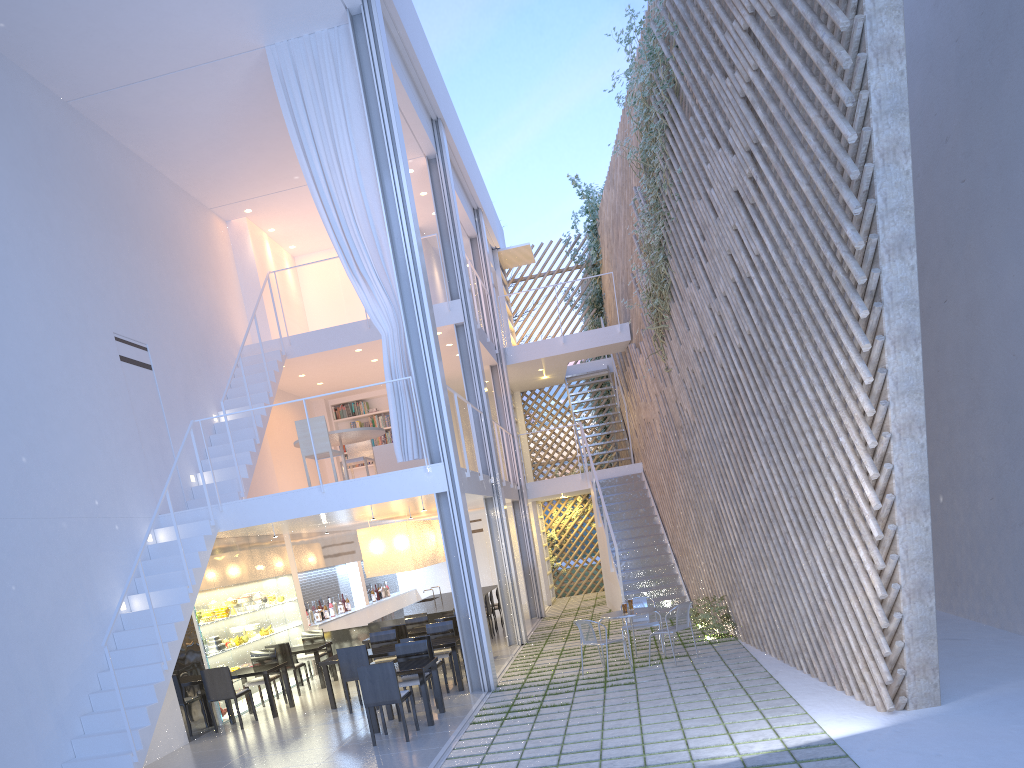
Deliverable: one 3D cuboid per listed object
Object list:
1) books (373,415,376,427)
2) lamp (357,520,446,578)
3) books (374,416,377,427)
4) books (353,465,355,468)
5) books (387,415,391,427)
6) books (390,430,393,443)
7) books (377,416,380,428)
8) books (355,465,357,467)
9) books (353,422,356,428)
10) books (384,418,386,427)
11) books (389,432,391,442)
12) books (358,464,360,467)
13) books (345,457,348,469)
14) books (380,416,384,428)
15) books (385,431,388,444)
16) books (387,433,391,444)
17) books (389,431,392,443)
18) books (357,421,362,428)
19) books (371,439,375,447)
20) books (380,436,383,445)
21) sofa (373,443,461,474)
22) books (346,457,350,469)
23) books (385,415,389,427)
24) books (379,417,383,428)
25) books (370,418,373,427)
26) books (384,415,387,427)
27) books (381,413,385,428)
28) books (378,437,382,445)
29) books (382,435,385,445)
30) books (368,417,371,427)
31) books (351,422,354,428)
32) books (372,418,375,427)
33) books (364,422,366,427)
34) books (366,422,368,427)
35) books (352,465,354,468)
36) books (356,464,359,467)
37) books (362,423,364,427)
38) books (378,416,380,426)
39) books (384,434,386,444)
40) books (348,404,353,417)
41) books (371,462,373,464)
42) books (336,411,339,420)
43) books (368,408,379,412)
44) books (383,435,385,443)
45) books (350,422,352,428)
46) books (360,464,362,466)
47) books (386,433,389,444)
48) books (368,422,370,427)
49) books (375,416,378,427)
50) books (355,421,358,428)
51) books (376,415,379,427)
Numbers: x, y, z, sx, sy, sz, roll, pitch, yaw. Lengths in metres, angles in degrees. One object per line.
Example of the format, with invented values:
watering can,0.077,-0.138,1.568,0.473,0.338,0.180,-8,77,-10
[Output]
books,-1.428,0.407,8.622,0.011,0.158,0.078,-8,7,6
lamp,-0.943,1.594,8.151,0.452,0.425,2.275,-9,-9,6
books,-1.747,0.991,7.172,0.023,1.714,3.448,-6,-4,15
books,-1.673,0.847,8.753,0.021,0.102,0.060,-8,6,6
books,-1.692,0.970,7.148,0.046,1.657,3.499,-5,-4,18
books,-1.253,0.556,8.627,0.009,0.150,0.086,-8,6,6
books,-1.385,0.407,8.611,0.008,0.138,0.091,-8,5,6
books,-1.652,0.843,8.750,0.021,0.102,0.060,-8,6,6
books,-1.870,1.017,7.156,0.040,1.684,3.514,-7,-5,11
books,-1.319,0.403,8.610,0.006,0.123,0.077,-8,5,6
books,-1.267,0.564,8.628,0.008,0.138,0.091,-8,5,6
books,-1.618,0.819,8.728,0.015,0.130,0.085,-8,5,6
books,-1.751,0.844,8.746,0.015,0.132,0.091,-8,5,6
books,-1.721,0.959,7.142,0.030,1.630,3.499,-6,-5,16
books,-1.312,0.571,8.642,0.015,0.146,0.075,-8,7,6
books,-1.279,0.574,8.636,0.018,0.125,0.081,-8,5,6
books,-1.259,0.566,8.627,0.005,0.132,0.091,-8,4,6
books,-1.866,1.022,7.173,0.030,1.690,3.482,-6,-5,13
books,-1.460,0.607,8.671,0.021,0.135,0.067,-8,7,6
books,-1.360,0.587,8.647,0.015,0.130,0.085,-8,5,6
sofa,-0.757,0.699,6.831,0.504,0.372,0.970,-10,-7,6
books,-1.733,0.840,8.743,0.007,0.132,0.092,-8,4,6
books,-1.710,0.976,7.134,0.038,1.667,3.532,-5,-4,17
books,-1.718,0.976,7.138,0.035,1.663,3.512,-6,-5,15
books,-1.781,0.985,7.131,0.125,1.662,3.535,-6,-5,14
books,-1.721,0.992,7.159,0.024,1.699,3.468,-5,-4,18
books,-1.733,0.981,7.154,0.031,1.723,3.493,-5,-4,17
books,-1.378,0.592,8.648,0.021,0.127,0.088,-8,4,6
books,-1.347,0.572,8.642,0.015,0.157,0.083,-8,7,6
books,-1.475,0.422,8.632,0.015,0.146,0.075,-8,7,6
books,-1.869,1.005,7.179,0.027,1.651,3.459,-7,-5,10
books,-1.776,1.008,7.176,0.031,1.690,3.456,-6,-4,15
books,-1.541,0.458,8.654,0.041,0.104,0.060,-8,6,7
books,-1.520,0.454,8.653,0.041,0.104,0.060,-8,6,7
books,-1.694,0.851,8.756,0.021,0.102,0.060,-8,6,6
books,-1.635,0.824,8.730,0.021,0.127,0.088,-8,4,6
books,-1.562,0.463,8.660,0.041,0.104,0.060,-8,6,7
books,-1.754,0.999,7.166,0.025,1.698,3.477,-5,-4,17
books,-1.326,0.568,8.641,0.011,0.158,0.078,-8,7,6
books,-1.687,0.282,8.620,0.025,0.149,0.080,-8,7,6
books,-1.483,0.783,8.706,0.011,0.149,0.082,-8,6,6
books,-1.826,0.335,8.658,0.021,0.102,0.060,-8,6,6
books,-1.446,0.274,8.593,0.096,0.021,0.062,-12,-8,13
books,-1.333,0.586,8.647,0.006,0.123,0.077,-8,5,6
books,-1.891,1.020,7.172,0.041,1.687,3.467,-7,-5,10
books,-1.604,0.803,8.724,0.015,0.157,0.083,-8,7,6
books,-1.296,0.576,8.635,0.015,0.127,0.089,-8,4,6
books,-1.498,0.450,8.648,0.041,0.104,0.060,-8,6,7
books,-1.755,0.994,7.172,0.024,1.710,3.454,-6,-4,16
books,-1.861,0.999,7.161,0.037,1.656,3.492,-6,-5,12
books,-1.743,0.990,7.171,0.023,1.715,3.452,-6,-4,16
